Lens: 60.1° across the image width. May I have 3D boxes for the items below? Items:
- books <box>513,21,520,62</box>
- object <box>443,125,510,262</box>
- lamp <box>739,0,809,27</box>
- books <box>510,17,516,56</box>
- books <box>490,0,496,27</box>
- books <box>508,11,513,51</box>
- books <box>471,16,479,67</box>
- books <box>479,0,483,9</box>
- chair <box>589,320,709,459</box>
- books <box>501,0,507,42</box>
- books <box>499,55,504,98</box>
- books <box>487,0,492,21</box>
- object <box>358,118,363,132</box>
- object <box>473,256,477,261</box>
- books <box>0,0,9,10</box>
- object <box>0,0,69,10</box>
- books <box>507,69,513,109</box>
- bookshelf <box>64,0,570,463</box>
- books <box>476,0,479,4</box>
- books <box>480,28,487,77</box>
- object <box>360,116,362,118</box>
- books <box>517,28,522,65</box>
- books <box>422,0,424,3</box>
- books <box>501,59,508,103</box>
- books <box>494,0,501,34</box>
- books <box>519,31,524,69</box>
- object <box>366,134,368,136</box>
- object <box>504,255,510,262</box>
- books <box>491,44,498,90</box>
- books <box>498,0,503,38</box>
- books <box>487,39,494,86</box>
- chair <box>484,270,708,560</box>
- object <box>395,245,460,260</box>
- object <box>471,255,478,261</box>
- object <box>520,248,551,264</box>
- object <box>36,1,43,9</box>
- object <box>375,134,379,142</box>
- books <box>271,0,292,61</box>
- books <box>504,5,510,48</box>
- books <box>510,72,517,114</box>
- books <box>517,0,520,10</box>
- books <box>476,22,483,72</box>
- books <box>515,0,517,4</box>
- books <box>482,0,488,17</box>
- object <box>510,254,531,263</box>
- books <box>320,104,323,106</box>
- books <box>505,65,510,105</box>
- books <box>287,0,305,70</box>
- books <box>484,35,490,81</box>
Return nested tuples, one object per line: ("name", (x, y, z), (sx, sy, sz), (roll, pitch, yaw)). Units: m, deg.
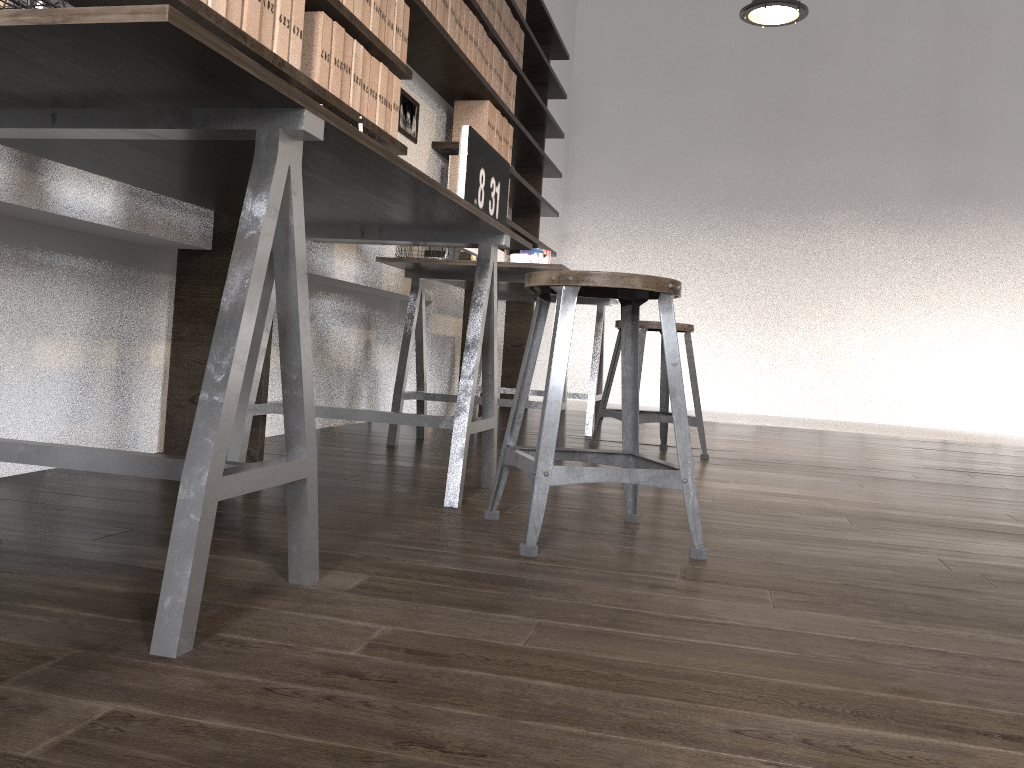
("books", (-0.057, -1.807, 4.707), (0.174, 0.226, 0.067), (4, -1, 13))
("object", (-0.143, -0.691, 3.526), (0.204, 0.518, 0.643), (4, 1, 13))
("lamp", (1.297, -2.849, 4.166), (0.313, 2.255, 0.310), (3, -1, 38))
("books", (-0.080, -1.806, 4.641), (0.174, 0.226, 0.066), (4, -1, 13))
("books", (-0.172, -1.799, 4.242), (0.174, 0.226, 0.066), (4, -1, 13))
("books", (-0.094, -1.805, 4.573), (0.174, 0.226, 0.066), (4, -1, 13))
("books", (-0.246, -1.526, 3.970), (0.174, 0.226, 0.067), (4, -1, 13))
("books", (-0.221, -1.796, 4.035), (0.174, 0.226, 0.066), (4, -1, 13))
("chair", (0.554, 0.018, 3.550), (0.371, 0.528, 0.358), (4, 0, -18))
("books", (-0.124, -1.802, 4.433), (0.174, 0.226, 0.066), (4, -1, 13))
("books", (-0.139, -1.534, 4.447), (0.174, 0.226, 0.066), (4, -1, 13))
("books", (-0.188, -1.798, 4.173), (0.174, 0.226, 0.066), (4, -1, 13))
("object", (-0.407, -0.608, 2.396), (0.007, 0.214, 0.055), (3, -1, 20))
("object", (-0.144, -0.521, 4.076), (0.095, 0.145, 0.094), (4, 0, 30))
("books", (-0.901, -0.661, 1.420), (0.174, 0.226, 0.066), (4, -1, 13))
("object", (-0.704, -0.468, 1.048), (0.284, 0.161, 0.203), (4, 1, 13))
("books", (-0.093, -1.538, 4.647), (0.174, 0.226, 0.066), (4, -1, 13))
("bookshelf", (-0.932, -0.642, 1.656), (0.374, 3.208, 9.172), (3, 1, 13))
("books", (-0.233, -1.794, 3.961), (0.174, 0.226, 0.067), (4, -1, 13))
("books", (-0.216, -1.528, 4.111), (0.174, 0.226, 0.066), (4, -1, 13))
("object", (-0.417, -0.618, 2.418), (0.020, 0.228, 0.007), (3, -2, 45))
("books", (-0.046, -1.809, 4.773), (0.174, 0.226, 0.066), (4, -1, 13))
("books", (-0.413, -1.514, 3.283), (0.174, 0.226, 0.066), (4, -1, 13))
("books", (-0.119, -1.535, 4.511), (0.174, 0.226, 0.067), (4, -1, 13))
("books", (-0.151, -1.800, 4.306), (0.174, 0.226, 0.067), (4, -1, 13))
("books", (-0.030, -1.810, 4.834), (0.174, 0.226, 0.066), (4, -1, 13))
("object", (-0.394, -0.592, 2.411), (0.021, 0.180, 0.005), (3, -1, 32))
("object", (-0.061, -0.513, 4.017), (0.096, 0.143, 0.096), (4, 0, 30))
("books", (-0.166, -1.532, 4.315), (0.174, 0.226, 0.067), (4, -1, 13))
("books", (-0.140, -1.802, 4.372), (0.174, 0.226, 0.066), (4, -1, 13))
("books", (-0.186, -1.531, 4.247), (0.174, 0.226, 0.066), (4, -1, 13))
("chair", (0.166, 0.052, 1.781), (0.358, 0.528, 0.372), (4, 0, -13))
("object", (-0.295, -0.512, 3.188), (0.204, 0.161, 0.284), (4, 1, 5))
("object", (-0.138, -0.513, 3.916), (0.091, 0.142, 0.096), (4, 0, -7))
("object", (0.103, -0.526, 4.125), (0.145, 0.196, 0.144), (4, 0, -14))
("object", (-0.738, -0.507, 1.438), (0.101, 0.209, 0.101), (4, -1, -32))
("object", (-0.401, -0.596, 2.413), (0.071, 0.186, 0.008), (4, -1, -34))
("books", (-0.671, -0.950, 2.305), (0.174, 0.226, 0.067), (4, -1, 13))
("books", (-0.106, -1.804, 4.503), (0.174, 0.226, 0.067), (4, -1, 13))
("books", (-0.073, -1.539, 4.715), (0.174, 0.226, 0.066), (4, -1, 13))
("books", (-0.044, -2.084, 4.711), (0.174, 0.226, 0.066), (4, -1, 13))
("books", (-0.229, -1.527, 4.040), (0.174, 0.226, 0.066), (4, -1, 13))
("books", (-0.061, -2.083, 4.638), (0.174, 0.226, 0.066), (4, -1, 13))
("books", (-0.201, -1.797, 4.103), (0.174, 0.226, 0.066), (4, -1, 13))
("object", (0.034, -0.506, 3.966), (0.095, 0.145, 0.094), (4, 0, 39))
("books", (-0.492, -0.468, 1.793), (0.385, 0.148, 0.294), (4, 1, 13))
("books", (-0.109, -1.537, 4.578), (0.174, 0.226, 0.066), (4, -1, 13))
("books", (-0.655, -0.952, 2.381), (0.174, 0.226, 0.066), (4, -1, 13))
("books", (-0.204, -1.530, 4.180), (0.174, 0.226, 0.066), (4, -1, 13))
